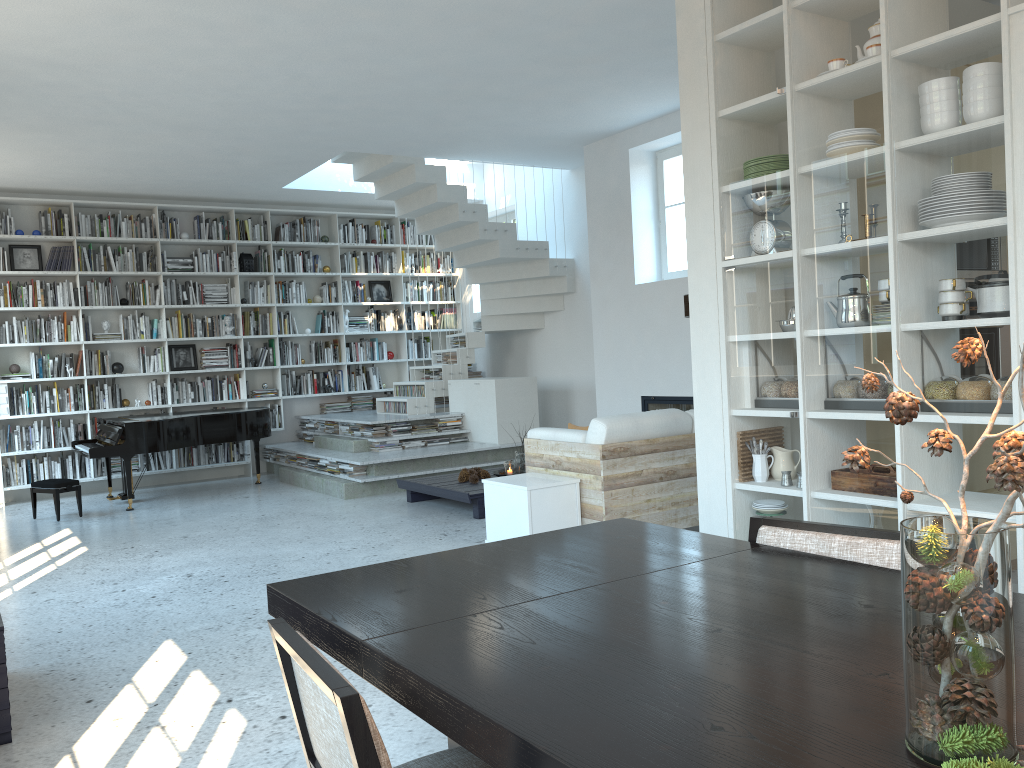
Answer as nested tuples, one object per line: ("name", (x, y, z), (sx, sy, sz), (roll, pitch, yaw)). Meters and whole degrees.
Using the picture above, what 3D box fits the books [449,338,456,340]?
("books", (-0.652, -0.556, 10.880), (0.190, 0.015, 0.230), (-4, 2, -19))

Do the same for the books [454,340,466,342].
("books", (-0.571, -0.513, 10.595), (0.176, 0.007, 0.254), (-4, 2, -25))

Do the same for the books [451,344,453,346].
("books", (-0.643, -0.482, 10.885), (0.166, 0.018, 0.264), (-4, 2, -14))

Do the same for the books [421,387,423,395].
("books", (-0.961, 0.083, 10.029), (0.125, 0.123, 0.035), (-5, 3, -33))

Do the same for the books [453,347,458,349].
("books", (-0.623, -0.445, 10.892), (0.146, 0.014, 0.211), (-4, 2, -18))

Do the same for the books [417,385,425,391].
("books", (-1.021, 0.081, 10.122), (0.125, 0.125, 0.007), (-5, 3, -33))

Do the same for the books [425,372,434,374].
("books", (-0.956, -0.134, 10.739), (0.140, 0.022, 0.181), (-5, 2, -39))

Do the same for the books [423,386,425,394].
("books", (-0.932, 0.082, 9.983), (0.125, 0.123, 0.034), (-5, 3, -33))

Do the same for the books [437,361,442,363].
("books", (-0.786, -0.271, 10.826), (0.136, 0.017, 0.288), (-4, 2, -35))

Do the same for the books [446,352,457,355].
("books", (-0.647, -0.359, 10.304), (0.234, 0.025, 0.157), (-3, 2, 5))

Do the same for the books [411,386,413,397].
("books", (-1.099, 0.082, 10.243), (0.125, 0.125, 0.011), (-5, 3, -33))

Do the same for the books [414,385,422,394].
("books", (-1.066, 0.082, 10.190), (0.125, 0.125, 0.012), (-5, 3, -33))

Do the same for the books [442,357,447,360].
("books", (-0.709, -0.312, 10.538), (0.178, 0.036, 0.222), (-4, 2, -28))

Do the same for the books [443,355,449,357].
("books", (-0.726, -0.336, 10.565), (0.159, 0.012, 0.129), (-4, 2, -18))

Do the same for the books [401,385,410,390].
("books", (-1.246, 0.083, 10.470), (0.125, 0.125, 0.007), (-5, 3, -33))

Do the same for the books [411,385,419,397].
("books", (-1.110, 0.082, 10.259), (0.125, 0.125, 0.013), (-5, 3, -33))

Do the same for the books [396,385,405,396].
("books", (-1.326, 0.083, 10.593), (0.125, 0.125, 0.009), (-5, 3, -33))

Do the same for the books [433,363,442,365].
("books", (-0.806, -0.252, 10.814), (0.190, 0.018, 0.287), (-4, 2, -34))

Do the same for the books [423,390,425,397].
("books", (-0.940, 0.083, 9.996), (0.125, 0.123, 0.036), (-5, 3, -33))

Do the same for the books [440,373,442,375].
("books", (-0.751, -0.117, 10.270), (0.141, 0.028, 0.222), (-4, 2, -14))

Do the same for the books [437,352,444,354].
("books", (-0.799, -0.379, 10.817), (0.157, 0.014, 0.180), (-4, 2, -35))

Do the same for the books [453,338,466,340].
("books", (-0.577, -0.542, 10.592), (0.191, 0.013, 0.243), (-4, 2, -22))

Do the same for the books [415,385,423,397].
("books", (-1.053, 0.082, 10.170), (0.125, 0.125, 0.009), (-5, 3, -33))

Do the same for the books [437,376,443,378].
("books", (-0.773, -0.085, 10.266), (0.171, 0.019, 0.240), (-3, 2, -8))

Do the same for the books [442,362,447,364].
("books", (-0.727, -0.255, 10.577), (0.184, 0.016, 0.128), (-4, 2, -25))

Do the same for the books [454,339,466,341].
("books", (-0.569, -0.532, 10.596), (0.174, 0.009, 0.240), (-4, 2, -24))

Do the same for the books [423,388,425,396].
("books", (-0.936, 0.082, 9.989), (0.125, 0.123, 0.035), (-5, 3, -33))

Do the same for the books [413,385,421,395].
("books", (-1.080, 0.082, 10.213), (0.125, 0.125, 0.013), (-5, 3, -33))

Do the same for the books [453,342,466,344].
("books", (-0.570, -0.491, 10.596), (0.186, 0.009, 0.261), (-4, 2, -23))

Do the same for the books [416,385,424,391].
("books", (-1.035, 0.081, 10.143), (0.125, 0.125, 0.010), (-5, 3, -33))

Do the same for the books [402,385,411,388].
("books", (-1.230, 0.083, 10.445), (0.125, 0.125, 0.008), (-5, 3, -33))

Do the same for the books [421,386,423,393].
("books", (-0.957, 0.083, 10.022), (0.125, 0.123, 0.036), (-5, 3, -33))

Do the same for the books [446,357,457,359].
("books", (-0.644, -0.306, 10.311), (0.231, 0.011, 0.171), (-3, 2, 4))

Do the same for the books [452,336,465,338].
("books", (-0.643, -0.571, 10.882), (0.165, 0.014, 0.235), (-4, 2, -16))

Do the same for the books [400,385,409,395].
("books", (-1.264, 0.083, 10.498), (0.125, 0.125, 0.010), (-5, 3, -33))

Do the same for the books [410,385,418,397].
("books", (-1.124, 0.082, 10.281), (0.125, 0.125, 0.008), (-5, 3, -33))

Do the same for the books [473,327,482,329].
("books", (-0.346, -0.701, 11.083), (0.184, 0.006, 0.262), (-4, 2, -27))

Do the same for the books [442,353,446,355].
("books", (-0.719, -0.362, 10.548), (0.166, 0.017, 0.190), (-4, 2, -30))

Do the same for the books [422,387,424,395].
("books", (-0.948, 0.082, 10.009), (0.125, 0.123, 0.034), (-5, 3, -33))

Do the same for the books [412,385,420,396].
("books", (-1.094, 0.082, 10.234), (0.125, 0.125, 0.009), (-5, 3, -33))

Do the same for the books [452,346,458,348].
("books", (-0.631, -0.458, 10.889), (0.149, 0.014, 0.228), (-4, 2, -21))

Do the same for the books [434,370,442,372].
("books", (-0.829, -0.155, 10.555), (0.133, 0.017, 0.178), (-4, 2, -29))

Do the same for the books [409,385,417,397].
("books", (-1.140, 0.082, 10.306), (0.125, 0.125, 0.008), (-5, 3, -33))

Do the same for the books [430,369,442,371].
("books", (-0.851, -0.169, 10.541), (0.177, 0.014, 0.194), (-5, 2, -38))

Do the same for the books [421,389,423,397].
("books", (-0.966, 0.082, 10.036), (0.125, 0.123, 0.034), (-5, 3, -33))

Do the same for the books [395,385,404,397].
("books", (-1.342, 0.084, 10.619), (0.125, 0.125, 0.009), (-5, 3, -33))

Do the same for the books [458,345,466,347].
("books", (-0.548, -0.454, 10.606), (0.130, 0.014, 0.249), (-4, 2, -20))

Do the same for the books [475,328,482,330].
("books", (-0.341, -0.693, 11.085), (0.169, 0.010, 0.282), (-4, 2, -18))

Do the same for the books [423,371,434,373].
("books", (-0.962, -0.149, 10.735), (0.159, 0.009, 0.208), (-4, 2, -37))

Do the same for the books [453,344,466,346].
("books", (-0.576, -0.465, 10.594), (0.182, 0.013, 0.287), (-4, 2, -19))

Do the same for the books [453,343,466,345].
("books", (-0.577, -0.479, 10.593), (0.191, 0.014, 0.243), (-4, 2, -20))

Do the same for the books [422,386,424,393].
("books", (-0.944, 0.082, 10.002), (0.125, 0.123, 0.035), (-5, 3, -33))

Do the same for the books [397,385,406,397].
("books", (-1.312, 0.083, 10.573), (0.125, 0.125, 0.010), (-5, 3, -33))

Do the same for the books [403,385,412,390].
("books", (-1.217, 0.083, 10.425), (0.125, 0.125, 0.007), (-5, 3, -33))

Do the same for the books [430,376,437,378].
("books", (-0.846, -0.089, 10.545), (0.175, 0.016, 0.207), (-5, 2, -38))

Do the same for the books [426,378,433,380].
("books", (-0.939, -0.064, 10.751), (0.130, 0.014, 0.188), (-4, 2, -33))

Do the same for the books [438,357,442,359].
("books", (-0.789, -0.321, 10.824), (0.143, 0.019, 0.230), (-4, 2, -34))

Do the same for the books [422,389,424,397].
("books", (-0.952, 0.082, 10.015), (0.125, 0.123, 0.034), (-5, 3, -33))

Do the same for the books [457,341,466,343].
("books", (-0.561, -0.503, 10.600), (0.154, 0.014, 0.196), (-4, 2, -20))
